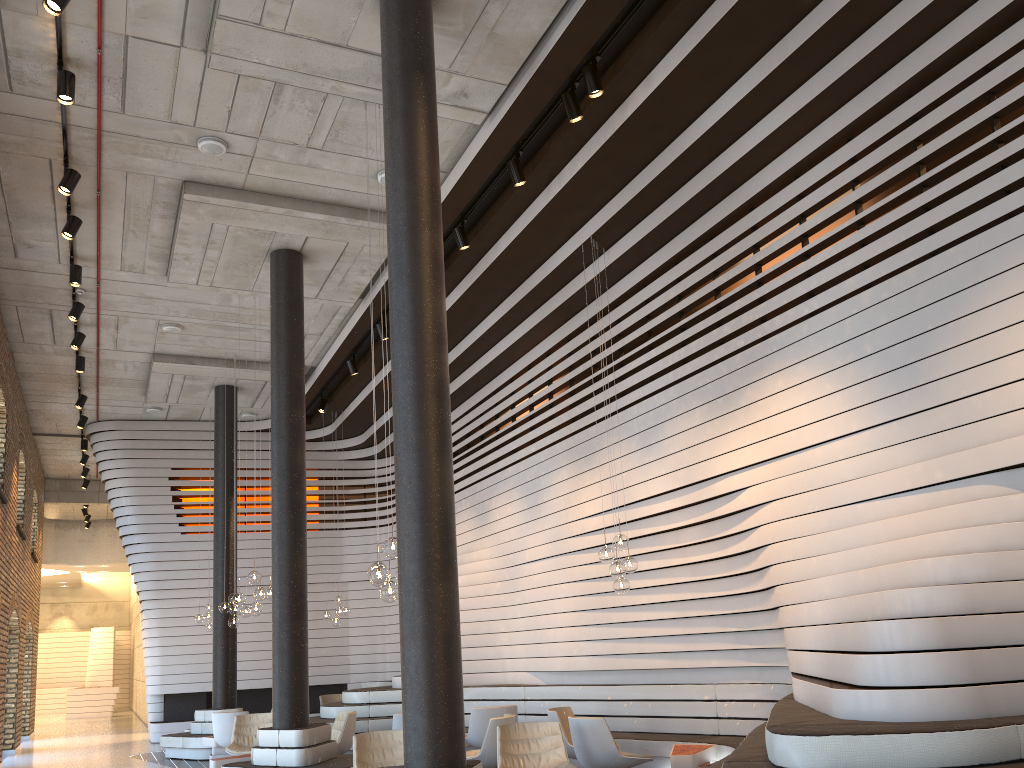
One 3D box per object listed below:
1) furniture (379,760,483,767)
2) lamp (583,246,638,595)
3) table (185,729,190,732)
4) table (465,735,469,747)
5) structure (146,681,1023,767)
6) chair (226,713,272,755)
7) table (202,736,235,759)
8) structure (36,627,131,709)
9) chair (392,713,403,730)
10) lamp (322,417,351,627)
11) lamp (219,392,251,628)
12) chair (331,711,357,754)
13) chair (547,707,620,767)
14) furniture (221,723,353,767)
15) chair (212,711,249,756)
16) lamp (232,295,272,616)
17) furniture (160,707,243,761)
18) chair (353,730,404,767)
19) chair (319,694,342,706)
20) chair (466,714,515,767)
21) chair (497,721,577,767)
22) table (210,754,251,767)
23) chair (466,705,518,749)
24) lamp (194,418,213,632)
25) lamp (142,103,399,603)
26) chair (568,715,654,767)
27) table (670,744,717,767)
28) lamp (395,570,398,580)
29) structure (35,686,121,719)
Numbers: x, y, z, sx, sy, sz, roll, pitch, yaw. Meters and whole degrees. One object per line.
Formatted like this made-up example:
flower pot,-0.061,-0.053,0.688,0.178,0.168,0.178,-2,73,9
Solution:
furniture,-0.687,2.708,5.365,1.279,0.706,1.808,-6,-16,10
lamp,0.917,-0.170,9.154,0.337,4.614,0.537,-9,-12,26
table,-5.153,6.019,14.982,0.421,0.362,0.910,-16,-20,40
table,-0.986,4.545,10.841,0.908,0.363,0.422,-5,-14,7
structure,-0.588,4.380,11.309,5.762,0.907,18.682,6,-19,-27
chair,-3.159,4.466,10.847,0.655,0.750,0.728,-2,-14,-7
table,-4.047,5.322,12.864,0.903,0.363,0.424,2,-15,-17
structure,-15.876,10.430,31.939,4.521,2.804,5.969,4,-17,-24
chair,-1.047,4.083,9.959,0.655,0.750,0.728,-2,-14,-5
lamp,-3.278,2.127,16.287,0.544,4.576,0.299,-3,-11,0
lamp,-4.212,1.400,13.500,0.278,4.530,0.550,-9,-12,25
chair,-2.189,4.291,10.441,0.708,0.750,0.674,2,-15,-22
chair,0.739,3.694,8.994,0.716,0.750,0.667,-8,-14,18
furniture,-2.076,3.979,9.343,1.800,0.707,1.285,-14,-19,34
chair,-3.793,4.902,12.182,0.659,0.750,0.724,-6,-14,12
lamp,-3.263,0.582,11.138,0.544,4.576,0.299,6,-15,-39
furniture,-4.822,5.494,13.886,1.273,0.706,1.817,5,-18,-28
chair,-0.972,3.260,7.230,0.655,0.750,0.729,3,-15,-24
chair,-3.043,5.886,15.602,0.723,0.750,0.660,-14,-17,37
chair,-0.304,3.627,8.577,0.714,0.750,0.668,-7,-14,14
chair,0.199,3.209,7.279,0.655,0.750,0.729,-1,-14,-9
table,-2.988,4.411,10.022,0.905,0.362,0.424,7,-17,-32
chair,-0.244,4.120,10.233,0.654,0.750,0.729,1,-14,-18
lamp,-5.527,2.176,16.035,0.278,4.530,0.550,-8,-12,23
lamp,2.487,-1.972,3.095,9.012,4.516,43.026,4,-18,-24
chair,0.890,3.386,7.995,0.708,0.750,0.673,3,-15,-25
table,1.737,3.640,8.330,0.415,0.362,0.924,-6,-16,11
lamp,-1.483,0.719,11.924,0.293,4.576,0.557,3,-13,-29
structure,-14.673,10.725,29.795,7.643,0.878,2.562,-18,-22,41
